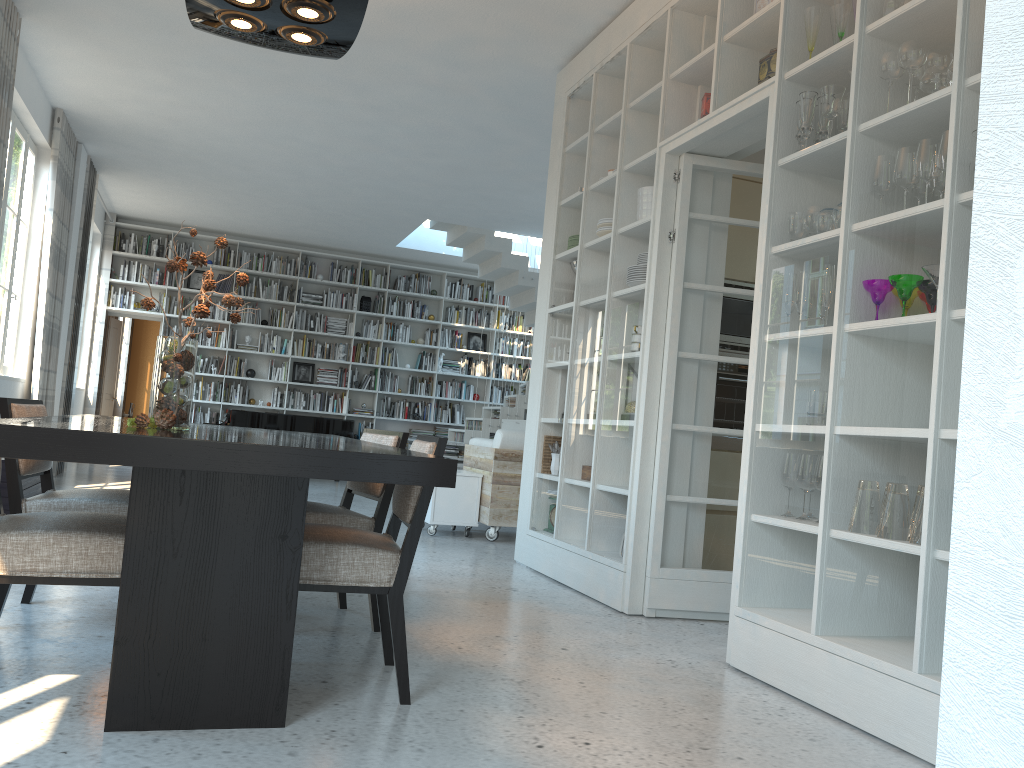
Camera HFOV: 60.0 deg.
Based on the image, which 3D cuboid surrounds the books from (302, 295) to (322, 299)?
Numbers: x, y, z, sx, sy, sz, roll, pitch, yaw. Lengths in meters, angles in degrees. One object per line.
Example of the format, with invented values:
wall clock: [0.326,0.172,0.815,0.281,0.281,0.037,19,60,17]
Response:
books: [-2.840,-1.219,12.591,0.254,0.025,0.161,7,-4,-23]

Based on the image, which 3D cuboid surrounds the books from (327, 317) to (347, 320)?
books: [-2.515,-0.933,12.704,0.285,0.012,0.159,6,-3,-17]

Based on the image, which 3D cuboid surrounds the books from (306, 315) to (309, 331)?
books: [-2.908,-0.854,12.563,0.014,0.233,0.147,6,-3,-19]

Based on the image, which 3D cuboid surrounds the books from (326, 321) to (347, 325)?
books: [-2.521,-0.871,12.704,0.285,0.012,0.159,6,-4,-20]

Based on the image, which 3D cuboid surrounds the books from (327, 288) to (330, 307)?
books: [-2.629,-1.218,12.643,0.011,0.284,0.190,6,-3,-19]

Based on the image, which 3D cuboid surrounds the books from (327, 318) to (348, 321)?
books: [-2.513,-0.921,12.697,0.285,0.012,0.159,7,-4,-24]

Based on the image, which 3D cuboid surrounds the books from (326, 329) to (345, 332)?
books: [-2.530,-0.762,12.698,0.254,0.012,0.161,6,-4,-20]

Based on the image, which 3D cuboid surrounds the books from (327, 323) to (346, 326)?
books: [-2.521,-0.847,12.698,0.254,0.012,0.161,6,-4,-22]

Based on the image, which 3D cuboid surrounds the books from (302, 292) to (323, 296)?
books: [-2.839,-1.267,12.602,0.285,0.024,0.159,6,-4,-19]

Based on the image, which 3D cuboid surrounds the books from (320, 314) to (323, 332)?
books: [-2.718,-0.852,12.614,0.021,0.269,0.191,6,-3,-19]

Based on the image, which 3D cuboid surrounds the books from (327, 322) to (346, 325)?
books: [-2.521,-0.859,12.701,0.254,0.012,0.161,6,-3,-17]

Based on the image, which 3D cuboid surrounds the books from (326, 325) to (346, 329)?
books: [-2.526,-0.810,12.701,0.285,0.012,0.159,6,-4,-18]

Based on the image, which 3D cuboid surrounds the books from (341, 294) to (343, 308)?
books: [-2.453,-1.171,12.723,0.010,0.230,0.152,6,-3,-19]

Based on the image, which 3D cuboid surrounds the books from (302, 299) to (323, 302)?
books: [-2.846,-1.177,12.592,0.285,0.012,0.159,6,-4,-21]

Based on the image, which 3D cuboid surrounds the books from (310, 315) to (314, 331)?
books: [-2.843,-0.849,12.576,0.066,0.236,0.153,6,-3,-19]

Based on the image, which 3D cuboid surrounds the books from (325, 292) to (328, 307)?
books: [-2.662,-1.189,12.674,0.024,0.223,0.128,6,-3,-19]

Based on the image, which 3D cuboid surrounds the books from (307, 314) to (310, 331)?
books: [-2.893,-0.861,12.564,0.014,0.250,0.172,6,-3,-19]

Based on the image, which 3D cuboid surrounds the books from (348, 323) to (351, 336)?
books: [-2.348,-0.775,12.758,0.030,0.198,0.172,6,-3,-19]

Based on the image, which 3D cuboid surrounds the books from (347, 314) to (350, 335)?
books: [-2.363,-0.837,12.757,0.012,0.318,0.140,6,-3,-19]

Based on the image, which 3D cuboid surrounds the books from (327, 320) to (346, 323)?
books: [-2.517,-0.883,12.696,0.254,0.012,0.161,6,-3,-14]

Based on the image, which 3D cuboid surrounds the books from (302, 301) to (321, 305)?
books: [-2.847,-1.141,12.585,0.254,0.012,0.161,6,-3,-14]

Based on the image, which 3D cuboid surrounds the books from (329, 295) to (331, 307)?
books: [-2.611,-1.174,12.677,0.011,0.204,0.133,6,-3,-19]

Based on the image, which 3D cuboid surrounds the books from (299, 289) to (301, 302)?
books: [-3.010,-1.225,12.534,0.013,0.218,0.141,6,-3,-19]

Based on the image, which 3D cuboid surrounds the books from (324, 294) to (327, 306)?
books: [-2.677,-1.174,12.638,0.025,0.187,0.193,6,-3,-19]

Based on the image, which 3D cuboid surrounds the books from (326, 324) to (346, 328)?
books: [-2.522,-0.835,12.697,0.285,0.012,0.159,6,-3,-16]

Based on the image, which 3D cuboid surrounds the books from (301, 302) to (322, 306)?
books: [-2.850,-1.129,12.588,0.285,0.012,0.159,6,-3,-16]

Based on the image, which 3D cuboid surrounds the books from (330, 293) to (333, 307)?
books: [-2.589,-1.179,12.670,0.027,0.216,0.190,6,-3,-19]

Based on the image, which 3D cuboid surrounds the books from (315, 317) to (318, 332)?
books: [-2.783,-0.832,12.604,0.024,0.216,0.148,6,-3,-19]

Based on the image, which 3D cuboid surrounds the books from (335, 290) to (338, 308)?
books: [-2.529,-1.200,12.715,0.029,0.273,0.140,6,-3,-19]

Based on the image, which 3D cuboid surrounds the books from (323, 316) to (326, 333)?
books: [-2.681,-0.835,12.634,0.015,0.245,0.183,6,-3,-19]

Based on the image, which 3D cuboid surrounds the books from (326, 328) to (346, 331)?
books: [-2.527,-0.775,12.695,0.285,0.012,0.159,6,-4,-22]

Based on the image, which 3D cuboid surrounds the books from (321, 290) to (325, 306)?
books: [-2.693,-1.209,12.638,0.012,0.254,0.161,6,-3,-19]

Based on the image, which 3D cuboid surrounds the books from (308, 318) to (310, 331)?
books: [-2.882,-0.854,12.569,0.011,0.239,0.147,6,-3,-19]

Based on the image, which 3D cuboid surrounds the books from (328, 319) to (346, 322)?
books: [-2.518,-0.897,12.702,0.254,0.012,0.161,6,-3,-17]

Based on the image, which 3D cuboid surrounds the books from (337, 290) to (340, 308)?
books: [-2.498,-1.196,12.704,0.023,0.269,0.185,6,-3,-19]

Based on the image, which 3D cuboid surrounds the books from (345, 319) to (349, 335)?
books: [-2.372,-0.806,12.736,0.012,0.254,0.161,6,-3,-19]

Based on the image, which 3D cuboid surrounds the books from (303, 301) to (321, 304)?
books: [-2.848,-1.153,12.589,0.254,0.012,0.161,6,-4,-22]

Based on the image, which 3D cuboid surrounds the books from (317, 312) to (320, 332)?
books: [-2.754,-0.866,12.617,0.049,0.291,0.162,6,-3,-19]

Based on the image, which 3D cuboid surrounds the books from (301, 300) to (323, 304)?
books: [-2.847,-1.165,12.590,0.285,0.012,0.159,6,-4,-22]

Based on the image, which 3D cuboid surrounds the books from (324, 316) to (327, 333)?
books: [-2.664,-0.835,12.627,0.013,0.246,0.176,6,-3,-19]

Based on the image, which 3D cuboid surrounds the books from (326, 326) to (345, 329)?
books: [-2.526,-0.799,12.698,0.254,0.012,0.161,6,-4,-21]

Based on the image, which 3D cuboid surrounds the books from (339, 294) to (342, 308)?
books: [-2.476,-1.170,12.702,0.023,0.223,0.190,6,-3,-19]

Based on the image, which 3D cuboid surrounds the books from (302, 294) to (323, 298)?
books: [-2.839,-1.243,12.596,0.285,0.024,0.159,6,-3,-17]

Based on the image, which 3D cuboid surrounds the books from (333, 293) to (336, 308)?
books: [-2.552,-1.176,12.686,0.028,0.219,0.183,6,-3,-19]

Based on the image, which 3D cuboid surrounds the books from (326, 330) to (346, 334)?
books: [-2.532,-0.738,12.698,0.285,0.012,0.159,6,-4,-18]

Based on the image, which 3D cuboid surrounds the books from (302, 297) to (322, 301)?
books: [-2.841,-1.194,12.587,0.285,0.024,0.159,6,-3,-14]

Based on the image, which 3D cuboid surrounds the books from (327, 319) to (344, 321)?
books: [-2.518,-0.909,12.707,0.254,0.012,0.161,6,-4,-19]

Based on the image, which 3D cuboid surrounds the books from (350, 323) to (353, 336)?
books: [-2.321,-0.775,12.773,0.030,0.205,0.158,6,-3,-19]

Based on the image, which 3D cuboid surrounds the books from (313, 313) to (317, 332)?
books: [-2.804,-0.868,12.604,0.022,0.285,0.130,6,-3,-19]

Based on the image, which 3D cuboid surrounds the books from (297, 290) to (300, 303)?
books: [-3.025,-1.219,12.514,0.027,0.201,0.167,6,-3,-19]

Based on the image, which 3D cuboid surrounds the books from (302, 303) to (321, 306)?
books: [-2.850,-1.117,12.585,0.254,0.012,0.161,6,-3,-15]

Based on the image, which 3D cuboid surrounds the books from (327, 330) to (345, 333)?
books: [-2.532,-0.750,12.700,0.254,0.012,0.161,6,-4,-19]

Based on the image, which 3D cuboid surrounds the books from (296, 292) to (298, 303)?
books: [-3.047,-1.247,12.528,0.012,0.254,0.161,6,-3,-19]

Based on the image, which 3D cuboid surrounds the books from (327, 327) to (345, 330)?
books: [-2.527,-0.787,12.697,0.254,0.012,0.161,6,-3,-17]

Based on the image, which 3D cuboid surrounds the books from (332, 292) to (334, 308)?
books: [-2.573,-1.191,12.689,0.012,0.244,0.131,6,-3,-19]

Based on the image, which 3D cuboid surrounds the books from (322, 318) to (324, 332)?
books: [-2.704,-0.823,12.635,0.024,0.216,0.132,6,-3,-19]

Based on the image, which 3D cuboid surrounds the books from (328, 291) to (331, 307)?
books: [-2.621,-1.193,12.662,0.021,0.237,0.171,6,-3,-19]

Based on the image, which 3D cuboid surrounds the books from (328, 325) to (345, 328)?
books: [-2.525,-0.822,12.701,0.254,0.012,0.161,6,-4,-18]
